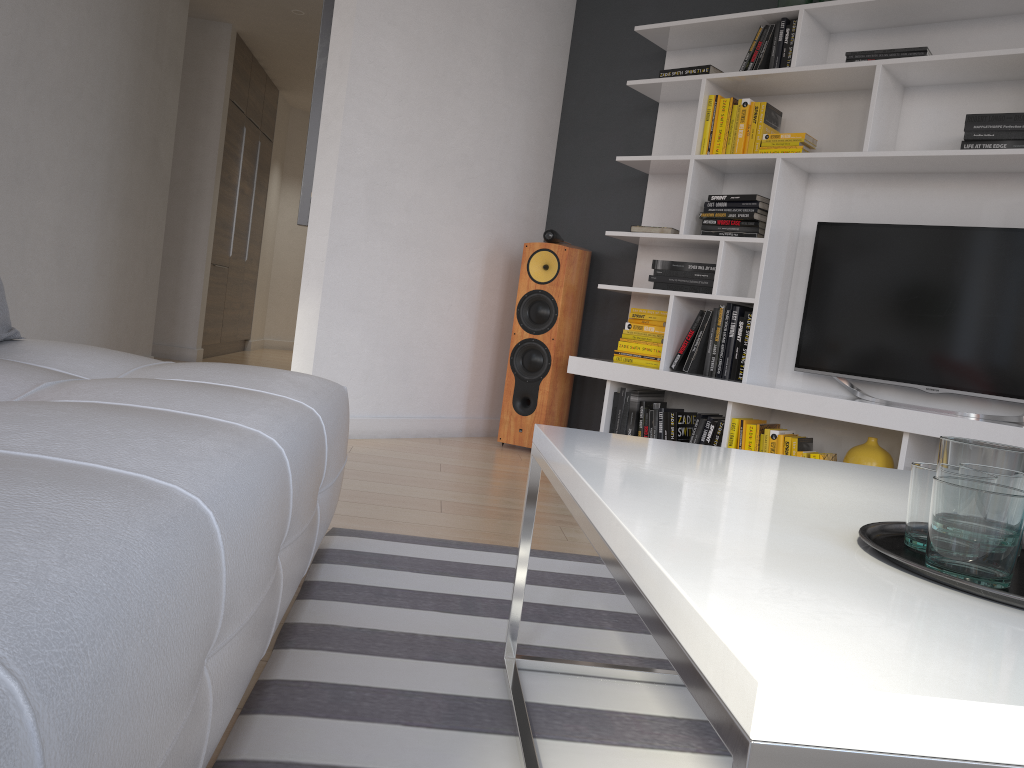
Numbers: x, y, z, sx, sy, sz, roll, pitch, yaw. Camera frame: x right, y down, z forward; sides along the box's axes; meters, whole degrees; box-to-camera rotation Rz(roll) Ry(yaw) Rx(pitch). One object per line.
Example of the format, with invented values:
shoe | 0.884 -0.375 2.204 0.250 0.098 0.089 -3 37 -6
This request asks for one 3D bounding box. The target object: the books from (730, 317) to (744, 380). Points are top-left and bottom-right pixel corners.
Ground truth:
books | 1.027 -0.148 3.862 0.028 0.272 0.200 11 5 40

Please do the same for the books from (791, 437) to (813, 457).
books | 1.171 0.335 3.583 0.056 0.235 0.172 11 5 39

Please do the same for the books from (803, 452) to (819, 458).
books | 1.189 0.366 3.527 0.046 0.187 0.134 11 5 39

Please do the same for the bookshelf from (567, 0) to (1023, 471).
bookshelf | 1.616 -0.423 3.290 3.000 2.052 0.455 11 5 40

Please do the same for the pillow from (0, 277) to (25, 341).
pillow | -0.646 -0.145 0.467 0.647 0.453 2.953 7 4 -18

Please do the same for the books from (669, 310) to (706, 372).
books | 0.851 -0.189 4.029 0.142 0.284 0.232 11 5 39

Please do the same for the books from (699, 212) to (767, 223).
books | 1.003 -0.723 3.903 0.214 0.030 0.284 4 5 -42

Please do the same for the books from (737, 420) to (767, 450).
books | 1.001 0.285 3.712 0.048 0.271 0.213 11 5 40

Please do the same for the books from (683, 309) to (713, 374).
books | 0.879 -0.185 3.982 0.100 0.289 0.210 11 5 39

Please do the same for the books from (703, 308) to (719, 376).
books | 0.931 -0.178 3.941 0.028 0.301 0.213 11 5 40

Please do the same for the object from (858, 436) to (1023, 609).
object | 0.509 0.051 0.804 0.330 0.265 0.330 9 4 19

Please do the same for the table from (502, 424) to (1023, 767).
table | 0.594 0.397 1.074 1.091 0.435 1.091 7 4 -5

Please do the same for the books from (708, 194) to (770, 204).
books | 1.014 -0.801 3.891 0.180 0.026 0.246 4 5 -43

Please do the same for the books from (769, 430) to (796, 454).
books | 1.101 0.314 3.631 0.055 0.252 0.185 11 5 38

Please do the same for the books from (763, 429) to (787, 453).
books | 1.074 0.309 3.639 0.041 0.252 0.180 11 5 40

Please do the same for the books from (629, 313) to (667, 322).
books | 0.696 -0.305 4.174 0.234 0.024 0.171 12 5 44

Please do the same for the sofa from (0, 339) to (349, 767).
sofa | -0.201 0.188 0.525 2.614 0.732 3.424 7 4 -5

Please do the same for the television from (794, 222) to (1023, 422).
television | 1.657 -0.248 3.391 1.102 0.704 0.207 11 5 40

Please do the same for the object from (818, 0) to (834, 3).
object | 1.378 -1.776 3.685 0.157 0.507 0.157 5 5 -37

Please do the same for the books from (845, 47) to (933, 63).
books | 1.505 -1.263 3.514 0.310 0.047 0.250 11 5 35

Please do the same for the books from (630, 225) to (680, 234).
books | 0.704 -0.698 4.141 0.209 0.030 0.266 10 5 33

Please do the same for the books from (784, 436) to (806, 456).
books | 1.141 0.330 3.596 0.043 0.235 0.171 11 5 38

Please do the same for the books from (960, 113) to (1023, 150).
books | 1.851 -0.886 3.234 0.343 0.137 0.277 10 5 35

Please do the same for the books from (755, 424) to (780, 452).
books | 1.054 0.298 3.674 0.038 0.267 0.202 11 5 40

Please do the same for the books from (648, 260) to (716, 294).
books | 0.841 -0.473 4.059 0.343 0.137 0.277 11 5 40

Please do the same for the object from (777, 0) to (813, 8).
object | 1.223 -1.801 3.740 0.157 0.507 0.157 5 5 -37

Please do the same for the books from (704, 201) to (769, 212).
books | 1.027 -0.772 3.915 0.214 0.030 0.284 4 5 -42

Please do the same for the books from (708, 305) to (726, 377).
books | 0.959 -0.182 3.925 0.034 0.314 0.237 11 5 40

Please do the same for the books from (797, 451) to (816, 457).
books | 1.178 0.362 3.546 0.056 0.188 0.138 11 5 40

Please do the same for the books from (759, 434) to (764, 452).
books | 1.054 0.319 3.650 0.042 0.230 0.156 11 5 38

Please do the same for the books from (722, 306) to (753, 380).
books | 1.009 -0.172 3.887 0.034 0.315 0.239 11 5 40

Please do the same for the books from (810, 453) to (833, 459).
books | 1.225 0.369 3.501 0.067 0.193 0.148 11 5 40

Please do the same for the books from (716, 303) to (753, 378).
books | 0.987 -0.182 3.906 0.026 0.326 0.237 11 5 40

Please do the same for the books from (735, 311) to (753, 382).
books | 1.060 -0.153 3.837 0.051 0.297 0.230 11 5 40

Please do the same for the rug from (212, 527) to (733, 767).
rug | 0.425 0.582 1.310 1.662 0.016 2.326 7 4 -6

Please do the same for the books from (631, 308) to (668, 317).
books | 0.707 -0.330 4.197 0.234 0.024 0.171 12 5 44

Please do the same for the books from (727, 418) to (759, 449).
books | 0.959 0.279 3.721 0.029 0.270 0.204 11 5 40

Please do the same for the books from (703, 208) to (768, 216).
books | 1.007 -0.748 3.905 0.264 0.020 0.189 11 5 43

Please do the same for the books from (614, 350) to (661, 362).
books | 0.653 -0.125 4.186 0.269 0.025 0.213 11 5 43

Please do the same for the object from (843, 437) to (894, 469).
object | 1.367 0.333 3.409 0.185 0.257 0.185 9 4 17

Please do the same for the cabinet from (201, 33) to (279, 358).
cabinet | -2.320 -1.483 7.620 0.054 2.496 1.806 7 4 -5

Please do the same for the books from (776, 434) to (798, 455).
books | 1.111 0.324 3.596 0.043 0.240 0.169 11 5 38

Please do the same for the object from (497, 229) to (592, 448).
object | 0.193 -0.212 4.485 0.290 1.088 0.434 10 4 25

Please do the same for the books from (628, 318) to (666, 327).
books | 0.689 -0.282 4.184 0.167 0.023 0.238 5 5 -35

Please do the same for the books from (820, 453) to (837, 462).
books | 1.249 0.373 3.492 0.046 0.193 0.149 11 5 40

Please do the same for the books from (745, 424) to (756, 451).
books | 1.031 0.297 3.694 0.066 0.258 0.198 11 5 40
